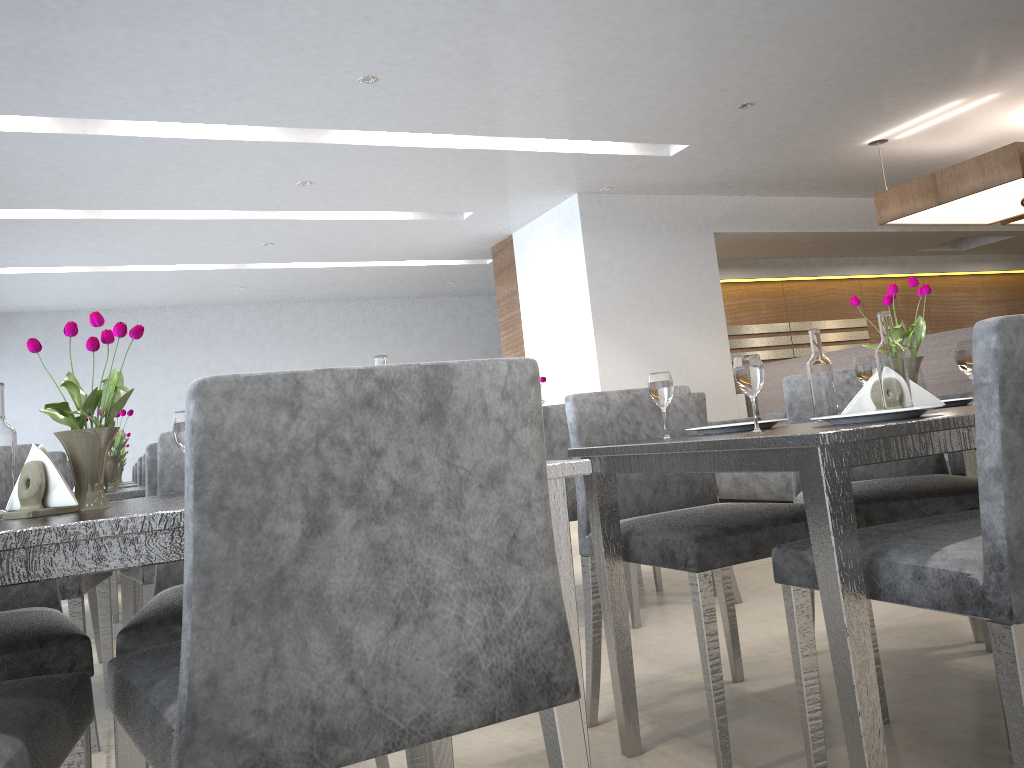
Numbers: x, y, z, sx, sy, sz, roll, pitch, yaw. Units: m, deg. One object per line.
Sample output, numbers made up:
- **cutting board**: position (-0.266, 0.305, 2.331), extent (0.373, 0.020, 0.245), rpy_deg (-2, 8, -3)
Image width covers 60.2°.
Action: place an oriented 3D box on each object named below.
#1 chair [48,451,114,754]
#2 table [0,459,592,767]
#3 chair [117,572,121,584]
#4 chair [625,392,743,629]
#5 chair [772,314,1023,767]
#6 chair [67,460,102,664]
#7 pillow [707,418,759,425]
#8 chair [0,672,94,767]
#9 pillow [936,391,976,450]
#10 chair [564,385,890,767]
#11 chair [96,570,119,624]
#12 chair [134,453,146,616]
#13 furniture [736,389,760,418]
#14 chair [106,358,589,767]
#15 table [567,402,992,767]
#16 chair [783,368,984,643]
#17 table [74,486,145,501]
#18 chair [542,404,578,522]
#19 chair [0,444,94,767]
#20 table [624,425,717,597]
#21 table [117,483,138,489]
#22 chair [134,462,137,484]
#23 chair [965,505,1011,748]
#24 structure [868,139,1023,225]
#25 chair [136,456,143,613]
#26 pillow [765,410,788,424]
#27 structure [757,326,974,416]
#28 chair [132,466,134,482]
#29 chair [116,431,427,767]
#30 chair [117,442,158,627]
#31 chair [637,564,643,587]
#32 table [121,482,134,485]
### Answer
- **chair**: position (-1.374, 0.587, 2.411), extent (0.478, 0.770, 0.487), rpy_deg (-4, -7, -19)
- **table**: position (-0.560, 0.494, 1.221), extent (1.191, 0.640, 0.769), rpy_deg (-4, -5, -24)
- **chair**: position (-2.719, 0.911, 5.485), extent (0.478, 0.770, 0.487), rpy_deg (-4, -7, -19)
- **chair**: position (0.470, 0.443, 3.295), extent (0.477, 0.770, 0.487), rpy_deg (-2, -7, -29)
- **chair**: position (0.746, 0.299, 1.351), extent (0.478, 0.770, 0.487), rpy_deg (-4, -7, -19)
- **chair**: position (-1.667, 0.657, 3.061), extent (0.477, 0.770, 0.487), rpy_deg (-2, -7, -29)
- **pillow**: position (1.541, 0.390, 6.168), extent (0.561, 0.309, 0.186), rpy_deg (-4, -7, -23)
- **chair**: position (-0.664, 0.417, 0.790), extent (0.478, 0.770, 0.487), rpy_deg (-4, -7, -19)
- **pillow**: position (2.414, 0.208, 4.779), extent (0.181, 0.323, 0.632), rpy_deg (-3, -5, -24)
- **chair**: position (0.442, 0.370, 1.999), extent (0.477, 0.770, 0.487), rpy_deg (-2, -7, -29)
- **chair**: position (-2.043, 0.748, 3.940), extent (0.478, 0.770, 0.487), rpy_deg (-4, -7, -19)
- **chair**: position (-1.166, 0.616, 3.276), extent (0.478, 0.770, 0.487), rpy_deg (-4, -7, -19)
- **furniture**: position (4.783, 0.185, 7.562), extent (5.656, 0.861, 4.215), rpy_deg (-5, -4, -24)
- **chair**: position (-0.206, 0.383, 1.056), extent (0.477, 0.770, 0.487), rpy_deg (-2, -7, -29)
- **table**: position (0.850, 0.377, 1.782), extent (1.191, 0.640, 0.769), rpy_deg (-4, -5, -24)
- **chair**: position (0.968, 0.327, 2.225), extent (0.476, 0.770, 0.488), rpy_deg (-7, -6, 6)
- **table**: position (-1.269, 0.665, 2.843), extent (1.191, 0.640, 0.769), rpy_deg (-4, -5, -24)
- **chair**: position (0.012, 0.476, 3.029), extent (0.478, 0.770, 0.487), rpy_deg (-4, -7, -19)
- **chair**: position (-0.958, 0.486, 1.440), extent (0.477, 0.770, 0.487), rpy_deg (-2, -7, -29)
- **table**: position (0.116, 0.553, 3.460), extent (1.191, 0.640, 0.769), rpy_deg (-4, -5, -24)
- **table**: position (-1.939, 0.826, 4.372), extent (1.191, 0.640, 0.769), rpy_deg (-4, -5, -24)
- **chair**: position (-2.261, 0.878, 5.752), extent (0.477, 0.770, 0.487), rpy_deg (-2, -7, -29)
- **chair**: position (1.204, 0.266, 1.617), extent (0.477, 0.770, 0.487), rpy_deg (-2, -7, -29)
- **structure**: position (4.205, -1.659, 5.825), extent (2.450, 0.624, 2.418), rpy_deg (-4, -4, -24)
- **chair**: position (-1.585, 0.715, 4.207), extent (0.477, 0.770, 0.487), rpy_deg (-2, -7, -29)
- **pillow**: position (1.910, 0.330, 5.931), extent (0.181, 0.323, 0.632), rpy_deg (-3, -5, -24)
- **structure**: position (2.719, 0.175, 4.964), extent (0.224, 1.016, 3.737), rpy_deg (-3, -5, -24)
- **chair**: position (-2.965, 1.047, 7.360), extent (0.477, 0.770, 0.487), rpy_deg (-2, -7, -29)
- **chair**: position (-0.457, 0.445, 1.654), extent (0.478, 0.770, 0.487), rpy_deg (-4, -7, -19)
- **chair**: position (-0.916, 0.554, 2.678), extent (0.477, 0.770, 0.487), rpy_deg (-2, -7, -29)
- **chair**: position (0.219, 0.504, 3.894), extent (0.478, 0.770, 0.487), rpy_deg (-4, -7, -19)
- **table**: position (-2.615, 0.989, 5.917), extent (1.191, 0.640, 0.769), rpy_deg (-4, -5, -24)
